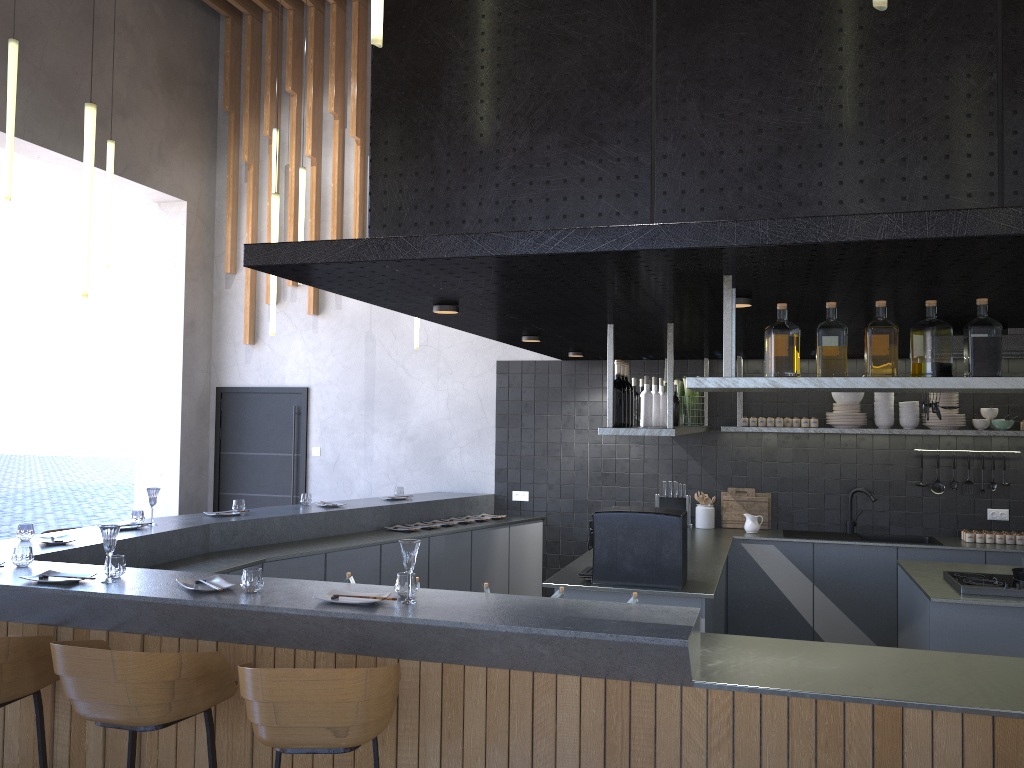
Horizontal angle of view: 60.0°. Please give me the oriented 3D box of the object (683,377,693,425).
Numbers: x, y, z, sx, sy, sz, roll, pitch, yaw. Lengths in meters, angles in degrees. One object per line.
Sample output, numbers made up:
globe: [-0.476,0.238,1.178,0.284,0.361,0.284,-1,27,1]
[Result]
object: [1.350,0.133,6.789,0.105,0.365,0.047,2,-3,-37]

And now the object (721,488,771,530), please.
object: [1.929,1.026,7.314,0.400,0.330,0.098,0,-2,16]

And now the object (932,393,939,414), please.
object: [2.349,0.019,4.929,0.038,0.306,0.062,0,-2,16]

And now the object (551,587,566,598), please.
object: [0.174,0.896,3.459,0.096,0.203,0.048,2,-3,-29]

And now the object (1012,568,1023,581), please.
object: [2.872,1.040,4.791,0.232,0.061,0.351,1,-2,-5]

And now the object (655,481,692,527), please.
object: [1.343,1.001,7.409,0.322,0.371,0.067,0,-2,16]

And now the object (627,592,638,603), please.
object: [0.463,0.897,3.396,0.040,0.203,0.100,1,-2,-12]

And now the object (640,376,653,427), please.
object: [0.803,0.104,5.289,0.073,0.305,0.072,1,-2,4]

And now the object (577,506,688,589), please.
object: [0.663,0.883,4.858,0.562,0.400,0.322,0,-2,16]

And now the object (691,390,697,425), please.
object: [1.395,0.144,6.843,0.057,0.347,0.093,0,-2,13]

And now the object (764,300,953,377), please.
object: [1.225,-0.155,3.155,0.630,0.274,0.139,0,-2,15]

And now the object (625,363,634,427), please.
object: [0.664,0.064,5.201,0.101,0.378,0.100,0,-2,10]

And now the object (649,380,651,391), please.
object: [0.891,0.125,5.789,0.072,0.305,0.073,3,-3,-42]

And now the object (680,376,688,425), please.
object: [1.333,0.129,6.883,0.056,0.381,0.113,3,-3,-42]

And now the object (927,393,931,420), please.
object: [2.371,0.038,5.030,0.024,0.337,0.068,0,-2,16]

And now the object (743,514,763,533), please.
object: [1.908,1.106,7.038,0.115,0.144,0.127,2,-3,-35]

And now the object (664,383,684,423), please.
object: [1.260,0.155,6.929,0.220,0.330,0.054,3,-3,-42]

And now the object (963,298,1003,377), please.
object: [1.609,-0.154,3.032,0.105,0.274,0.105,0,-2,16]

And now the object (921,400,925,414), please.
object: [2.412,0.026,5.198,0.035,0.298,0.032,2,-3,-32]

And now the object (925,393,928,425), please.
object: [2.399,0.056,5.125,0.024,0.363,0.033,0,-2,16]

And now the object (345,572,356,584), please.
object: [-0.679,0.896,3.733,0.076,0.203,0.042,3,-3,-41]

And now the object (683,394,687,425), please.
object: [1.428,0.157,7.287,0.057,0.356,0.141,0,-2,13]

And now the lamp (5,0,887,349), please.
lamp: [0.427,-5.189,3.269,8.975,10.231,8.774,0,-2,15]

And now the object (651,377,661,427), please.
object: [0.869,0.109,5.408,0.072,0.305,0.073,2,-3,-31]

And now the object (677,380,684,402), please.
object: [1.291,0.144,6.849,0.055,0.345,0.118,3,-3,-40]

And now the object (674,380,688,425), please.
object: [1.341,0.143,6.953,0.141,0.356,0.057,-1,-3,31]

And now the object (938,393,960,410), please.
object: [2.321,-0.004,4.697,0.103,0.280,0.103,3,-3,-43]

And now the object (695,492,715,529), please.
object: [1.597,1.035,7.319,0.158,0.303,0.175,0,-2,20]

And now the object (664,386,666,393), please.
object: [1.159,0.167,6.778,0.073,0.305,0.072,0,-2,13]

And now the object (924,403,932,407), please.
object: [2.478,0.008,5.257,0.074,0.256,0.074,2,-3,-29]

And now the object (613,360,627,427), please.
object: [0.592,0.053,4.955,0.101,0.378,0.100,0,-2,10]

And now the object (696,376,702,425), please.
object: [1.459,0.129,6.914,0.046,0.386,0.084,1,-2,-3]

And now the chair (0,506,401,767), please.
chair: [-2.022,1.431,5.106,2.787,1.047,5.395,1,-2,-6]

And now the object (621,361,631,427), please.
object: [0.629,0.059,5.080,0.101,0.378,0.100,0,-2,10]

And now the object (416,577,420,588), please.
object: [-0.391,0.896,3.646,0.029,0.203,0.077,0,-2,7]

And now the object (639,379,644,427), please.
object: [0.830,0.120,5.666,0.073,0.305,0.072,0,-2,25]

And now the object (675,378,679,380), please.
object: [1.360,0.144,7.273,0.056,0.381,0.113,-1,-3,30]

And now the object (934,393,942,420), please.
object: [2.314,0.029,4.819,0.031,0.336,0.104,0,-2,16]

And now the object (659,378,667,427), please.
object: [0.930,0.115,5.530,0.072,0.305,0.073,3,-3,-42]

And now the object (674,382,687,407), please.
object: [1.358,0.150,7.006,0.169,0.349,0.056,0,-3,29]

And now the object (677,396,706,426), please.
object: [1.350,0.211,6.906,0.234,0.231,0.248,-1,-3,44]

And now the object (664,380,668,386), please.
object: [1.276,0.149,7.227,0.105,0.365,0.047,-1,-3,34]

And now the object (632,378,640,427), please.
object: [0.764,0.114,5.547,0.072,0.305,0.073,2,-3,-30]

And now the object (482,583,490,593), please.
object: [-0.104,0.895,3.533,0.038,0.203,0.057,-1,-3,41]
